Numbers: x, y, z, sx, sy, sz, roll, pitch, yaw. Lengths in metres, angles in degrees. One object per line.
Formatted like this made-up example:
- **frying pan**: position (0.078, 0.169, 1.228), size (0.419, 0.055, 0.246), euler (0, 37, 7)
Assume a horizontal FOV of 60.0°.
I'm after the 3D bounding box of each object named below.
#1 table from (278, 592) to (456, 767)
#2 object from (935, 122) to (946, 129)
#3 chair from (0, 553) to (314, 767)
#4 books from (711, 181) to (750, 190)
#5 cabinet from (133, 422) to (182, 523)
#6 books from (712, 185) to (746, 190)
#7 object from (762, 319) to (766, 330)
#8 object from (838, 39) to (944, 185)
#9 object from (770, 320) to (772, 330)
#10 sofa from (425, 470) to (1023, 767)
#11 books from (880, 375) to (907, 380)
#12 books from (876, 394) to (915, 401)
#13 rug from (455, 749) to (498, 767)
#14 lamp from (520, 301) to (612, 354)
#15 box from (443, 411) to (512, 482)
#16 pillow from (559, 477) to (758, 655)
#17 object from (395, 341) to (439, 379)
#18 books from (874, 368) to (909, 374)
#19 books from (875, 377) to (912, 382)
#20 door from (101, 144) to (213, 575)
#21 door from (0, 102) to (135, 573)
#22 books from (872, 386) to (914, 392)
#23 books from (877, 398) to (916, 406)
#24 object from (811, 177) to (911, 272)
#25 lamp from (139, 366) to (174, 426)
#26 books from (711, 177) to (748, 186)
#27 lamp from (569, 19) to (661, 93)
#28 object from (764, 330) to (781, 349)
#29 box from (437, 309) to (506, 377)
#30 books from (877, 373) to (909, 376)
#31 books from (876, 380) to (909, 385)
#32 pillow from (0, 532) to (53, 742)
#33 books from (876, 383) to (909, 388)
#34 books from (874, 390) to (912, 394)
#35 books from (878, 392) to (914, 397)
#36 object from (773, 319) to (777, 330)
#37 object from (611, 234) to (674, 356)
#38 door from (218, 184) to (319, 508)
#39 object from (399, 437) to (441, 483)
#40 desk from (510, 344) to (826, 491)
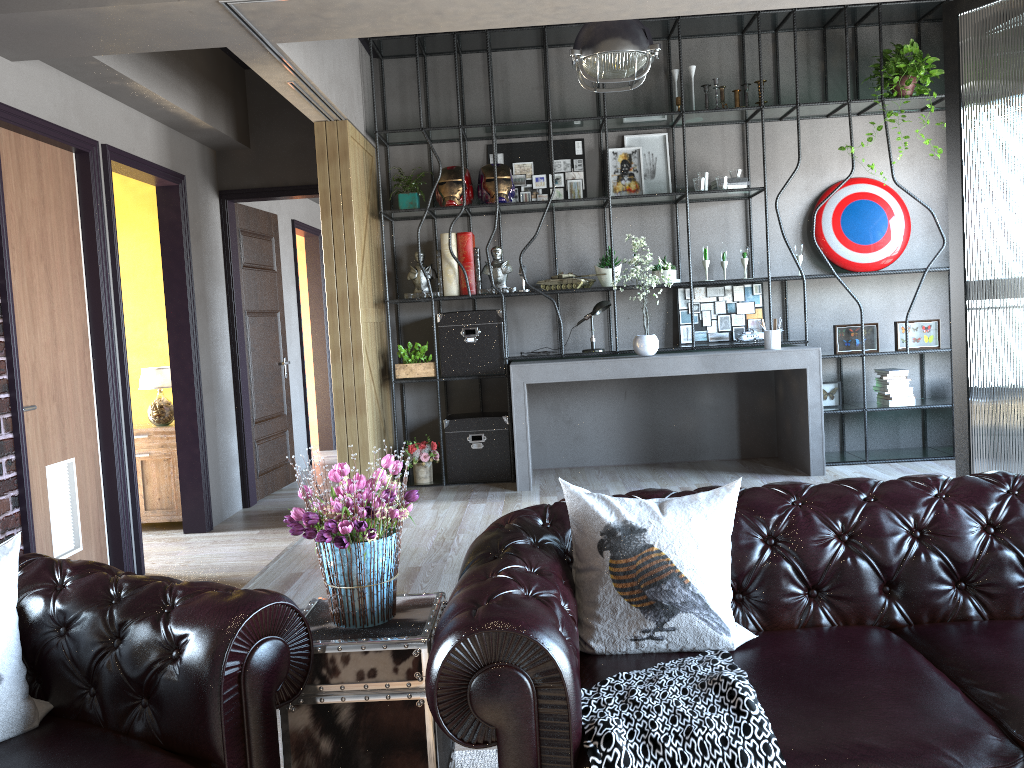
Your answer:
- **table**: position (-0.387, 0.943, 2.470), size (0.417, 0.609, 0.406), euler (-3, 4, 2)
- **object**: position (3.232, -1.989, 6.295), size (0.444, 0.633, 0.402), euler (-2, 4, 20)
- **chair**: position (-1.354, 0.922, 1.913), size (1.244, 0.844, 1.494), euler (-1, 5, 32)
- **books**: position (1.642, -1.493, 6.673), size (0.243, 0.024, 0.175), euler (-3, 4, -2)
- **cabinet**: position (-3.080, 0.707, 6.676), size (1.432, 0.749, 0.409), euler (-3, 4, 2)
- **books**: position (1.631, -1.469, 6.673), size (0.166, 0.024, 0.227), euler (-5, 4, -19)
- **object**: position (1.799, -0.357, 6.279), size (0.046, 0.202, 0.023), euler (-1, 4, 38)
- **object**: position (2.696, -1.913, 6.317), size (0.720, 1.025, 0.650), euler (-2, 4, 20)
- **object**: position (1.841, -0.369, 6.291), size (0.009, 0.167, 0.061), euler (-2, 4, 14)
- **sofa**: position (1.108, 0.746, 2.416), size (2.566, 0.837, 1.240), euler (-3, 4, 1)
- **books**: position (2.824, -0.055, 6.570), size (0.162, 0.023, 0.232), euler (-2, 4, 17)
- **books**: position (2.845, 0.095, 6.578), size (0.175, 0.023, 0.249), euler (-3, 4, -2)
- **rug**: position (0.882, 1.226, 1.741), size (2.474, 0.003, 2.256), euler (-3, 4, 2)
- **lamp**: position (0.413, -0.425, 6.700), size (0.739, 0.370, 0.205), euler (-1, 4, 26)
- **box**: position (-0.248, 0.467, 6.748), size (0.489, 0.480, 0.374), euler (-3, 4, 2)
- **pillow**: position (0.406, 0.488, 2.488), size (0.528, 0.468, 0.283), euler (-3, 4, 5)
- **object**: position (-0.708, -0.185, 6.565), size (0.304, 0.265, 0.181), euler (-3, 4, 2)
- **books**: position (2.812, -0.097, 6.576), size (0.159, 0.024, 0.201), euler (-4, 4, -8)
- **books**: position (2.825, -0.035, 6.579), size (0.174, 0.019, 0.244), euler (-3, 4, 2)
- **door**: position (-2.800, -0.136, 5.792), size (1.098, 2.542, 1.151), euler (-3, 4, 2)
- **door**: position (-2.396, -0.070, 4.611), size (0.219, 2.538, 1.003), euler (-3, 3, 2)
- **books**: position (2.825, 0.032, 6.584), size (0.193, 0.028, 0.246), euler (-4, 4, -3)
- **books**: position (2.846, 0.127, 6.578), size (0.192, 0.043, 0.248), euler (-3, 4, 2)
- **object**: position (2.658, -1.211, 6.745), size (0.751, 0.739, 0.186), euler (-3, 3, 2)
- **lamp**: position (-2.616, 0.395, 6.647), size (0.291, 1.044, 0.441), euler (-5, 4, -25)
- **books**: position (1.632, -1.519, 6.665), size (0.225, 0.029, 0.179), euler (-4, 4, -6)
- **lamp**: position (0.535, -2.302, 5.153), size (0.534, 1.148, 0.516), euler (-5, 4, -21)
- **object**: position (1.835, -0.312, 6.253), size (0.110, 0.137, 0.110), euler (-3, 4, 12)
- **box**: position (-0.293, -0.315, 6.702), size (0.489, 0.480, 0.374), euler (-3, 4, 2)
- **books**: position (2.823, -0.076, 6.582), size (0.155, 0.020, 0.205), euler (-3, 4, 2)
- **books**: position (2.827, -0.015, 6.586), size (0.155, 0.022, 0.205), euler (-4, 4, -3)
- **pillow**: position (-1.370, 0.627, 2.063), size (0.290, 0.502, 0.542), euler (0, 5, 40)
- **books**: position (2.823, 0.007, 6.589), size (0.158, 0.021, 0.224), euler (-3, 4, 2)
- **books**: position (2.828, 0.053, 6.586), size (0.192, 0.014, 0.255), euler (-3, 4, 5)
- **books**: position (2.844, 0.072, 6.577), size (0.175, 0.023, 0.249), euler (-3, 4, 3)
- **object**: position (1.862, -0.361, 6.284), size (0.023, 0.204, 0.037), euler (0, 5, 41)
- **object**: position (0.927, -0.625, 6.143), size (0.398, 0.851, 0.420), euler (-6, 5, -42)
- **door**: position (-1.676, -0.336, 7.626), size (1.150, 2.542, 1.129), euler (-3, 4, 2)
- **object**: position (-0.700, 0.559, 6.679), size (0.345, 0.362, 0.332), euler (-3, 4, 5)
- **desk**: position (1.084, 0.220, 6.531), size (2.129, 0.885, 0.845), euler (-3, 4, 2)
